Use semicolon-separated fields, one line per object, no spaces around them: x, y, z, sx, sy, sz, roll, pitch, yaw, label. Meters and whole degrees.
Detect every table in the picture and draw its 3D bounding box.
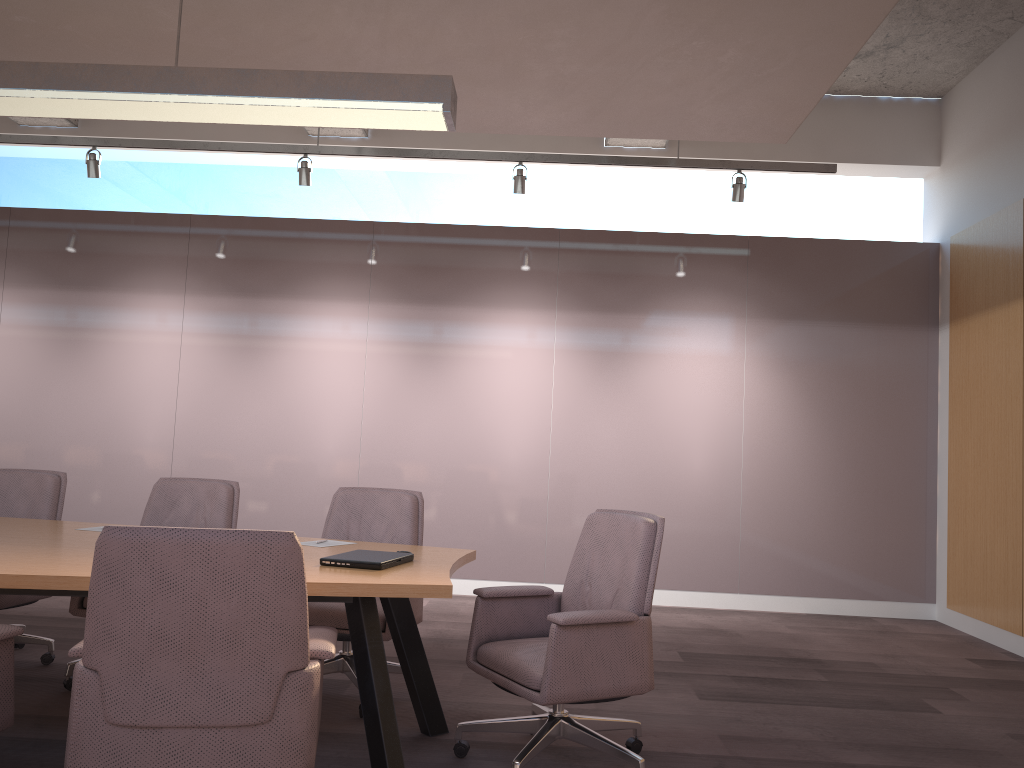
-4.177;0.852;3.344;8.000;0.748;1.885;3;-4;2;table

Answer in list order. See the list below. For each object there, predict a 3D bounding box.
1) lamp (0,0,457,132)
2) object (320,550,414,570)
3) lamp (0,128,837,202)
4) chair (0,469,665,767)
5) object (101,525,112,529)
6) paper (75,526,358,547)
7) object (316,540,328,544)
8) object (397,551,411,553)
-3.660;-2.074;3.544;6.974;1.864;0.200;3;-4;2;lamp
-0.512;0.623;3.159;0.231;0.026;0.325;2;-5;14;object
-3.752;-2.351;3.529;12.467;1.321;5.699;3;-4;2;lamp
-4.278;0.747;3.364;9.673;0.948;3.001;3;-4;3;chair
-1.777;0.627;3.892;0.009;0.009;0.125;3;-4;-5;object
-4.068;0.483;3.376;6.800;0.001;1.713;3;-4;2;paper
-0.797;0.661;3.728;0.009;0.009;0.125;2;-4;10;object
-0.417;0.650;3.400;0.070;0.019;0.039;3;-4;-4;object
